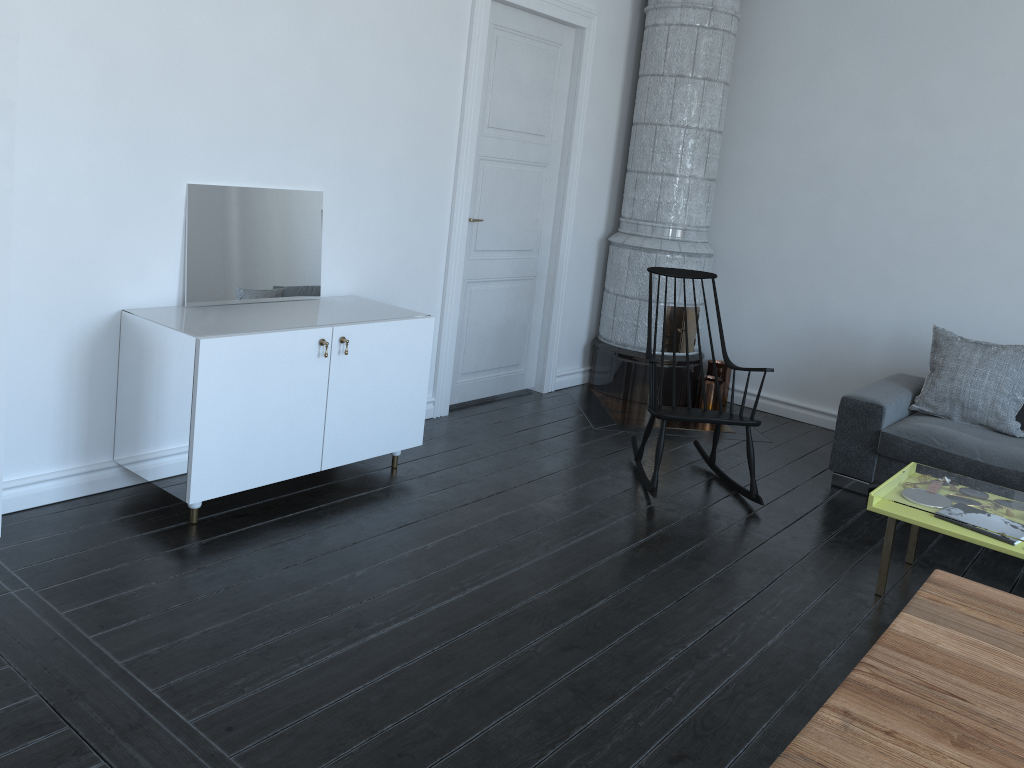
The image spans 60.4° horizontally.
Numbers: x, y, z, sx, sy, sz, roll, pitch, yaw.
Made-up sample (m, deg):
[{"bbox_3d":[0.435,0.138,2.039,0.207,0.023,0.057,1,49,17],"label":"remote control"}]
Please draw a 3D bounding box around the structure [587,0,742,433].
[{"bbox_3d":[1.100,-1.295,5.752,0.777,2.844,1.293,5,9,-8],"label":"structure"}]

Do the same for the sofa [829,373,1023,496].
[{"bbox_3d":[2.896,0.389,4.194,2.406,0.711,1.091,17,16,37],"label":"sofa"}]

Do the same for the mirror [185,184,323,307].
[{"bbox_3d":[-1.113,-0.609,3.868,0.054,0.494,0.700,12,13,37],"label":"mirror"}]

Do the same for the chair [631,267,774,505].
[{"bbox_3d":[0.905,-0.027,4.414,0.611,0.988,0.924,5,10,-8],"label":"chair"}]

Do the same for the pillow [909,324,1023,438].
[{"bbox_3d":[3.039,0.161,4.208,2.088,0.484,0.480,18,16,41],"label":"pillow"}]

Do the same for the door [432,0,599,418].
[{"bbox_3d":[0.012,-1.093,5.306,0.117,2.435,1.175,12,10,37],"label":"door"}]

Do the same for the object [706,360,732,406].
[{"bbox_3d":[1.412,-0.010,6.046,0.175,0.276,0.176,13,12,37],"label":"object"}]

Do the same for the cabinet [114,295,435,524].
[{"bbox_3d":[-0.961,0.060,3.774,0.598,0.723,1.208,14,14,36],"label":"cabinet"}]

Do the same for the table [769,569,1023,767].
[{"bbox_3d":[1.402,1.062,0.824,2.258,0.704,1.024,16,15,37],"label":"table"}]

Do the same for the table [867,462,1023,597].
[{"bbox_3d":[2.036,0.728,3.106,1.420,0.392,0.604,17,16,37],"label":"table"}]

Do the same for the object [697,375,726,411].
[{"bbox_3d":[1.328,0.062,5.886,0.176,0.196,0.173,12,12,27],"label":"object"}]
